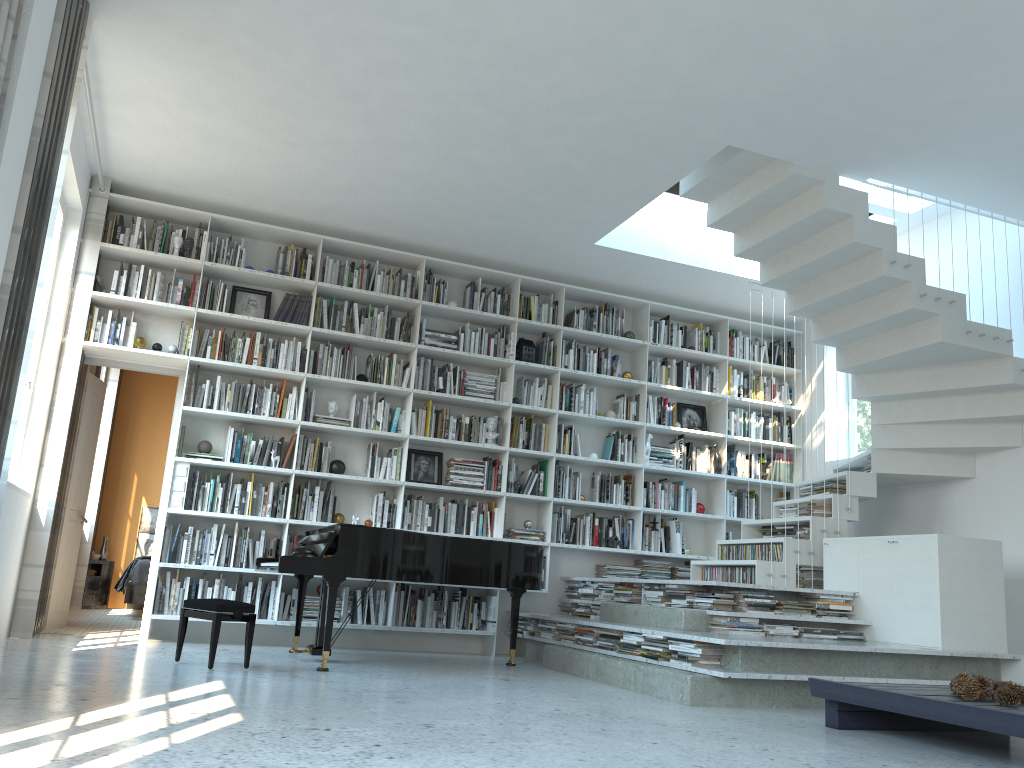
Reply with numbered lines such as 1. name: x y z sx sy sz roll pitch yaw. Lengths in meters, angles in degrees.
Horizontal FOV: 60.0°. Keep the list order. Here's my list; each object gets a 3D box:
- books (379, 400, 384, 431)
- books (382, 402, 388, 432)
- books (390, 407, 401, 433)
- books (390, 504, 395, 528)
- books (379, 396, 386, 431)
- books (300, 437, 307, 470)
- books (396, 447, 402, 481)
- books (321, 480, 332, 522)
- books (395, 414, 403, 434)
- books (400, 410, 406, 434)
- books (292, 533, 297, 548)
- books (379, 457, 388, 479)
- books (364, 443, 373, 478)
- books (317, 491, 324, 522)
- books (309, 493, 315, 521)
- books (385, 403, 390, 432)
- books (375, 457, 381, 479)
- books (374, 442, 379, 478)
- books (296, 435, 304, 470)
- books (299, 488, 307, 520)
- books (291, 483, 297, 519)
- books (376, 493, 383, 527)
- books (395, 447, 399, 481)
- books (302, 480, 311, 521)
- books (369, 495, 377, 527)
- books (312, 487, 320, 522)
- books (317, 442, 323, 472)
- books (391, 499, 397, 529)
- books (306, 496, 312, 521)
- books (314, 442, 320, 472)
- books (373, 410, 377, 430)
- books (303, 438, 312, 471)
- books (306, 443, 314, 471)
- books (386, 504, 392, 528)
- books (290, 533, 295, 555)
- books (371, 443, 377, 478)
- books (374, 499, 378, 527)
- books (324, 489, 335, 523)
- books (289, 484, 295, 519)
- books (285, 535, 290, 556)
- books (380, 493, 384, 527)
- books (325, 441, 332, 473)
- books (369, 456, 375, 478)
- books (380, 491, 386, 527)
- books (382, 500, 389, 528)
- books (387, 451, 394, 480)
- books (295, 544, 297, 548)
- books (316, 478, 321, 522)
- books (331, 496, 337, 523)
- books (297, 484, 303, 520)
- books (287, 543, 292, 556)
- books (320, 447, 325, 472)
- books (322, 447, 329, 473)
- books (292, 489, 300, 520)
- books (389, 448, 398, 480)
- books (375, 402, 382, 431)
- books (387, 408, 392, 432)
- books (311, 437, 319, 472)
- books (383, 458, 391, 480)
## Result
1. books: -1.057 0.274 7.066 0.012 0.265 0.193 9 -13 -20
2. books: -1.034 0.283 7.084 0.023 0.259 0.170 9 -13 -20
3. books: -0.951 0.311 7.109 0.060 0.227 0.179 9 -13 -20
4. books: -0.957 1.047 6.979 0.024 0.200 0.159 9 -13 -20
5. books: -1.048 0.260 7.082 0.011 0.300 0.179 9 -13 -20
6. books: -1.615 0.550 6.813 0.026 0.274 0.154 9 -13 -20
7. books: -0.922 0.650 7.055 0.021 0.281 0.162 9 -13 -20
8. books: -1.436 0.908 6.803 0.050 0.327 0.167 9 -13 -20
9. books: -0.918 0.343 7.135 0.027 0.181 0.142 9 -13 -20
10. books: -0.893 0.330 7.150 0.026 0.216 0.126 9 -13 -20
11. books: -1.651 1.264 6.663 0.013 0.287 0.161 9 -13 -20
12. books: -1.032 0.680 7.012 0.057 0.188 0.156 9 -13 -20
13. books: -1.135 0.618 6.988 0.012 0.284 0.160 9 -13 -20
14. books: -1.481 0.948 6.795 0.029 0.240 0.136 9 -13 -20
15. books: -1.536 0.948 6.757 0.021 0.214 0.172 9 -13 -20
16. books: -1.021 0.292 7.110 0.022 0.255 0.152 9 -13 -20
17. books: -1.078 0.679 7.010 0.030 0.182 0.154 9 -13 -20
18. books: -1.091 0.619 7.010 0.012 0.297 0.166 9 -13 -20
19. books: -1.637 0.541 6.801 0.025 0.284 0.145 9 -13 -20
20. books: -1.600 0.922 6.737 0.042 0.247 0.163 9 -13 -20
21. books: -1.665 0.896 6.720 0.013 0.282 0.146 9 -13 -20
22. books: -1.053 0.996 6.942 0.027 0.268 0.159 9 -13 -20
23. books: -0.936 0.648 7.047 0.011 0.278 0.188 9 -13 -20
24. books: -1.572 0.895 6.753 0.014 0.312 0.166 9 -13 -20
25. books: -1.089 1.001 6.938 0.012 0.253 0.161 9 -13 -20
26. books: -1.511 0.925 6.768 0.027 0.268 0.185 9 -13 -20
27. books: -1.501 0.584 6.866 0.028 0.247 0.143 9 -13 -20
28. books: -0.945 1.035 7.015 0.019 0.241 0.107 9 -13 -20
29. books: -1.560 0.955 6.751 0.024 0.195 0.157 9 -13 -20
30. books: -1.515 0.580 6.843 0.014 0.243 0.153 9 -13 -20
31. books: -1.113 0.310 7.068 0.025 0.189 0.140 9 -13 -20
32. books: -1.585 0.558 6.816 0.036 0.262 0.167 9 -13 -20
33. books: -1.559 0.581 6.826 0.025 0.227 0.153 9 -13 -20
34. books: -0.987 1.048 6.981 0.031 0.194 0.142 9 -13 -20
35. books: -1.661 1.265 6.656 0.010 0.281 0.149 9 -13 -20
36. books: -1.103 0.621 7.008 0.011 0.291 0.156 9 -13 -20
37. books: -1.080 1.018 6.947 0.015 0.225 0.148 9 -13 -20
38. books: -1.401 0.946 6.807 0.027 0.260 0.163 9 -13 -20
39. books: -1.681 0.900 6.723 0.013 0.275 0.147 9 -13 -20
40. books: -1.703 1.268 6.647 0.023 0.265 0.134 9 -13 -20
41. books: -1.040 0.998 6.962 0.010 0.276 0.155 9 -13 -20
42. books: -1.436 0.583 6.883 0.028 0.265 0.145 9 -13 -20
43. books: -1.120 0.668 6.980 0.025 0.185 0.154 9 -13 -20
44. books: -1.028 0.992 6.964 0.014 0.290 0.132 9 -13 -20
45. books: -1.007 1.028 6.956 0.029 0.220 0.153 9 -13 -20
46. books: -0.974 0.660 7.033 0.012 0.244 0.171 9 -13 -20
47. books: -1.639 1.294 6.654 0.010 0.227 0.168 9 -13 -20
48. books: -1.499 0.899 6.806 0.013 0.338 0.138 9 -13 -20
49. books: -1.385 0.976 6.824 0.023 0.211 0.160 9 -13 -20
50. books: -1.621 0.905 6.723 0.012 0.272 0.181 9 -13 -20
51. books: -1.680 1.296 6.644 0.026 0.212 0.140 9 -13 -20
52. books: -1.478 0.602 6.850 0.011 0.207 0.180 9 -13 -20
53. books: -1.458 0.600 6.854 0.028 0.215 0.175 9 -13 -20
54. books: -1.645 0.920 6.720 0.030 0.238 0.157 9 -13 -20
55. books: -0.957 0.652 7.048 0.027 0.269 0.178 9 -13 -20
56. books: -1.080 0.282 7.066 0.028 0.246 0.170 9 -13 -20
57. books: -1.000 0.313 7.114 0.026 0.218 0.150 9 -13 -20
58. books: -1.525 0.558 6.821 0.026 0.273 0.190 9 -13 -20
59. books: -0.996 0.687 7.030 0.024 0.187 0.172 9 -13 -20
